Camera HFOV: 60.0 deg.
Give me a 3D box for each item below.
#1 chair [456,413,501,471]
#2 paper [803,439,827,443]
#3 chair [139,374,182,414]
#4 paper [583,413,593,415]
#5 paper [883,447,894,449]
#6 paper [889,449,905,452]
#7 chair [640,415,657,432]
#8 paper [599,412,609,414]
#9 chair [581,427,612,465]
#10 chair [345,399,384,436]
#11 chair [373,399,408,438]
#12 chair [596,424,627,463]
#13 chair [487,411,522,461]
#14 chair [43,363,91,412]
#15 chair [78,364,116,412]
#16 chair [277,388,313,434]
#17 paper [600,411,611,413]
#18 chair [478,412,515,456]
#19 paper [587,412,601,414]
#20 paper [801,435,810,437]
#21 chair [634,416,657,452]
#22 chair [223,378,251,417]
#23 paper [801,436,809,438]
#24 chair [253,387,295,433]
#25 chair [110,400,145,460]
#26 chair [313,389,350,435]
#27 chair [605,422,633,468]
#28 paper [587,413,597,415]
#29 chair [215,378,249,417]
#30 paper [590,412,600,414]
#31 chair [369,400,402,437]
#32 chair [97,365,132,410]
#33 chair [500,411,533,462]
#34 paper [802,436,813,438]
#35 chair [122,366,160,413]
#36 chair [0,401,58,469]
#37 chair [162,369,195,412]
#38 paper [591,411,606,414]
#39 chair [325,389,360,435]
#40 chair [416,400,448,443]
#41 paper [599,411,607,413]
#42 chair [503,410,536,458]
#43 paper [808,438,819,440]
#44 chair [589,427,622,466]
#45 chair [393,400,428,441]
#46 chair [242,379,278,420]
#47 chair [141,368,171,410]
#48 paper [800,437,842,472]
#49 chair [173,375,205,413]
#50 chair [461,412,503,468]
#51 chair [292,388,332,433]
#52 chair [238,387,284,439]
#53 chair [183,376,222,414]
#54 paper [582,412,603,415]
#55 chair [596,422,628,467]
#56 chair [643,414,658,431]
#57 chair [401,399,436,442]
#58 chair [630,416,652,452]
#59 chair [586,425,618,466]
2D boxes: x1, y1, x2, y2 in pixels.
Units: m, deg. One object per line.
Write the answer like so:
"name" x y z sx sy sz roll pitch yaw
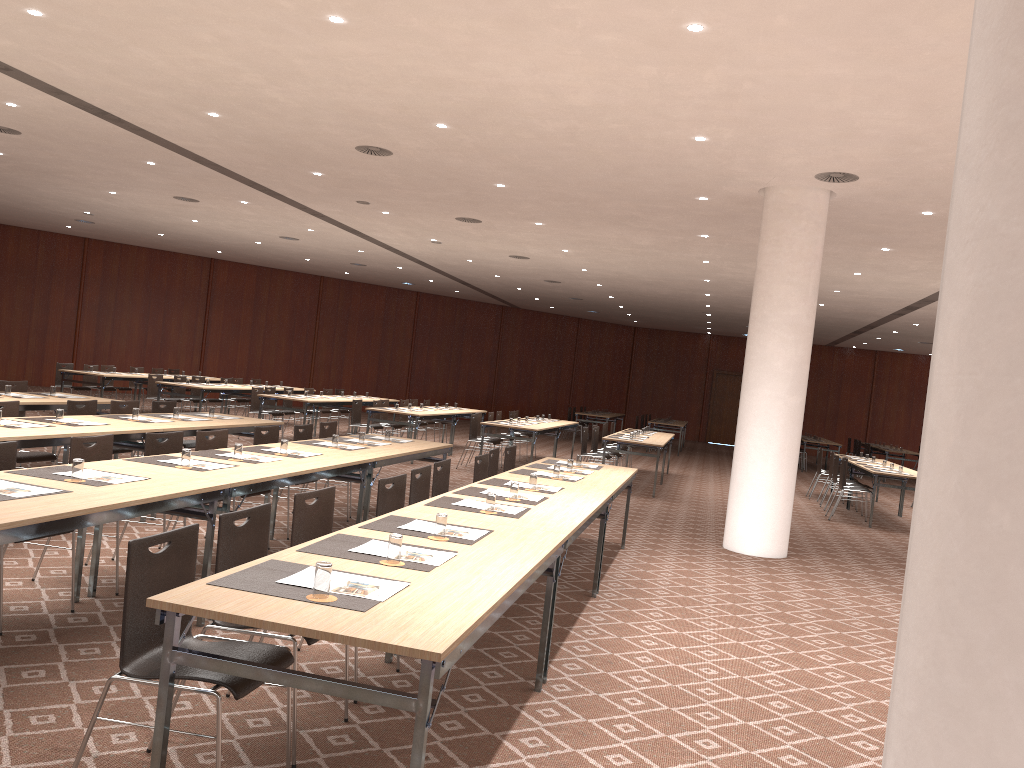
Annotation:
"chair" -0.522 0.985 14.948 0.613 0.939 0.536 7 1 14
"paper" 8.023 1.508 23.466 0.565 0.003 0.460 7 1 10
"chair" -6.440 0.305 16.271 0.613 0.939 0.536 7 1 13
"paper" 2.178 0.837 24.758 0.565 0.003 0.460 7 1 14
"paper" 10.325 1.757 24.326 0.398 0.006 0.283 7 1 10
"paper" 10.017 1.733 23.050 0.398 0.006 0.283 7 1 14
"chair" 3.895 1.390 25.675 0.613 0.939 0.536 7 1 15
"paper" 2.751 0.878 27.014 0.398 0.006 0.283 7 1 11
"chair" 1.320 1.196 14.552 0.613 0.939 0.536 7 1 16
"chair" -2.572 0.750 15.359 0.613 0.939 0.535 7 1 12
"chair" -2.286 0.771 16.625 0.613 0.939 0.536 7 1 14
"chair" 1.858 1.239 16.657 0.613 0.939 0.535 7 1 11
"chair" -0.134 1.010 17.131 0.613 0.939 0.535 7 1 11
"chair" -8.320 0.089 16.693 0.613 0.939 0.536 7 1 14
"chair" -8.130 0.105 17.341 0.613 0.939 0.535 7 1 11
"chair" -4.175 0.554 17.004 0.613 0.939 0.535 7 1 10
"paper" 2.994 0.894 28.295 0.398 0.006 0.283 7 1 11
"chair" -0.270 1.002 16.259 0.613 0.939 0.535 7 1 10
"paper" 2.446 0.856 26.043 0.565 0.003 0.460 7 1 14
"paper" 8.821 1.568 26.944 0.565 0.003 0.460 7 1 11
"chair" 3.816 1.387 25.005 0.613 0.939 0.536 7 1 13
"chair" -5.806 0.352 19.075 0.613 0.939 0.536 7 1 14
"paper" 8.569 1.546 25.696 0.398 0.006 0.283 7 1 13
"chair" -4.370 0.538 16.418 0.613 0.939 0.535 7 1 11
"chair" -3.908 0.653 9.171 0.613 0.939 0.536 7 1 15
"chair" -3.762 0.587 18.641 0.613 0.939 0.536 7 1 13
"chair" 2.158 1.261 17.986 0.613 0.939 0.535 7 1 11
"paper" 2.225 0.838 24.813 0.398 0.006 0.283 7 1 14
"chair" -5.842 0.354 18.452 0.613 0.939 0.536 7 1 14
"paper" 2.512 0.859 26.082 0.398 0.006 0.283 7 1 13
"chair" -2.322 0.772 15.999 0.613 0.939 0.535 7 1 10
"chair" -8.090 0.104 17.983 0.613 0.939 0.535 7 1 10
"chair" 0.108 1.032 17.737 0.613 0.939 0.535 7 1 12
"paper" 8.648 1.554 26.284 0.565 0.003 0.460 7 1 12
"chair" -7.887 0.119 18.882 0.613 0.939 0.536 7 1 15
"chair" -4.275 0.626 7.545 0.613 0.939 0.536 7 1 15
"chair" -7.593 0.141 20.183 0.613 0.939 0.535 7 1 11
"paper" 2.670 0.873 26.980 0.565 0.003 0.460 7 1 14
"chair" -3.652 0.593 19.320 0.613 0.939 0.536 7 1 15
"chair" -1.693 0.819 18.784 0.613 0.939 0.535 7 1 11
"paper" 2.942 0.892 28.277 0.565 0.003 0.460 7 1 12
"chair" 0.205 1.037 18.358 0.613 0.939 0.535 7 1 10
"paper" 8.379 1.533 24.772 0.398 0.006 0.283 7 1 10
"chair" 1.564 1.218 15.166 0.613 0.939 0.536 7 1 15
"chair" -2.015 0.794 17.550 0.613 0.939 0.536 7 1 15
"chair" -5.590 0.371 19.758 0.613 0.939 0.535 7 1 12
"chair" -7.687 0.136 19.494 0.613 0.939 0.535 7 1 10
"paper" 8.252 1.949 24.062 0.953 0.833 2.267 7 1 13
"chair" -6.202 0.327 16.858 0.613 0.939 0.535 7 1 10
"chair" -0.483 0.984 15.589 0.613 0.939 0.536 7 1 14
"chair" -4.014 0.564 17.991 0.613 0.939 0.536 7 1 12
"chair" -4.414 0.538 15.756 0.613 0.939 0.535 7 1 12
"chair" -6.097 0.333 17.517 0.613 0.939 0.536 7 1 15
"paper" 2.308 0.846 25.400 0.565 0.003 0.460 7 1 14
"chair" 1.966 1.244 17.409 0.613 0.939 0.536 7 1 14
"chair" 4.089 1.402 26.736 0.613 0.939 0.535 7 1 12
"chair" -1.914 0.799 18.268 0.613 0.939 0.536 7 1 15
"chair" 3.576 1.364 24.466 0.613 0.939 0.536 7 1 15
"chair" 1.587 1.216 15.732 0.613 0.939 0.536 7 1 15
